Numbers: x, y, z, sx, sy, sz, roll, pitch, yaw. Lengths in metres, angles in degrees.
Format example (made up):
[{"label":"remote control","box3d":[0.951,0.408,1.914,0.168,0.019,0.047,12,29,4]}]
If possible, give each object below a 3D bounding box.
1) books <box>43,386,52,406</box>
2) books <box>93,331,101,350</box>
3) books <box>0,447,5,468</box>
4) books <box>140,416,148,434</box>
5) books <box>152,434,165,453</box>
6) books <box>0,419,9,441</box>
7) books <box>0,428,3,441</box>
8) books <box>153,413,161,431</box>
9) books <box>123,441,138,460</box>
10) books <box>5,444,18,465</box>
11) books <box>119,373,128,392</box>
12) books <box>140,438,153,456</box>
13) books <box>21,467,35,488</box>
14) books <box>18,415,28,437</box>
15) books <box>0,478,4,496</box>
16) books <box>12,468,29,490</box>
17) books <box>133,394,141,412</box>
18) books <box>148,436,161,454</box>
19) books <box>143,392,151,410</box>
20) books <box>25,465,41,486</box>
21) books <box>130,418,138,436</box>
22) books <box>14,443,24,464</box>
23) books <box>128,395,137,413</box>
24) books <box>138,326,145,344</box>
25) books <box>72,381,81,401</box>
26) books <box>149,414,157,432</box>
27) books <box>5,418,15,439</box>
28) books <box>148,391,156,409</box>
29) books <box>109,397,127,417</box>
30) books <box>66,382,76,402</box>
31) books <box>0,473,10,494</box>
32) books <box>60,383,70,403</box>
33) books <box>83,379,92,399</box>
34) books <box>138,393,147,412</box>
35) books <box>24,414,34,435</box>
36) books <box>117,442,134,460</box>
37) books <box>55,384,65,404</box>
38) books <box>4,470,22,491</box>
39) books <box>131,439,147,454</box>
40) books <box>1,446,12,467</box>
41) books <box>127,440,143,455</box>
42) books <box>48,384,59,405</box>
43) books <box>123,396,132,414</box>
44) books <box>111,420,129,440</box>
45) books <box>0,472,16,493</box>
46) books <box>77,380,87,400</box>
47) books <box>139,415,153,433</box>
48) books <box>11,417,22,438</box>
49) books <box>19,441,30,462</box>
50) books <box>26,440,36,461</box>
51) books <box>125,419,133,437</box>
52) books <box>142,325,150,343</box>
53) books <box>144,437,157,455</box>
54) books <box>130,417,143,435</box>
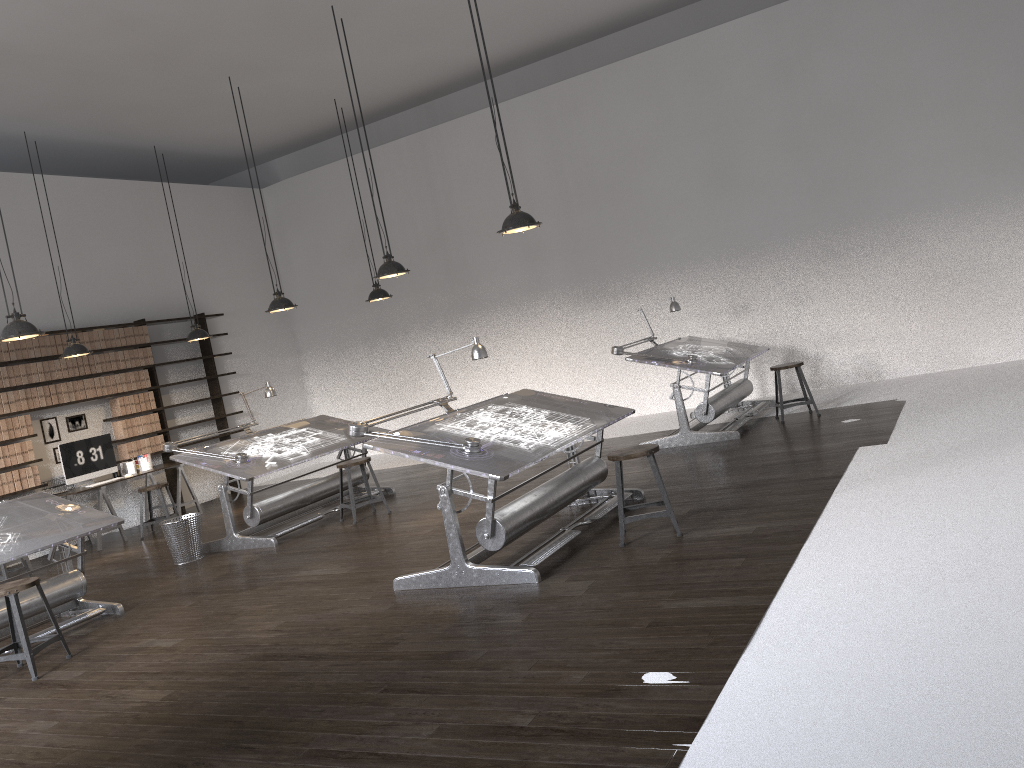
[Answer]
[{"label":"books","box3d":[-5.204,0.143,9.824,0.174,0.225,0.067,-11,1,28]},{"label":"books","box3d":[-4.965,-0.503,10.479,0.174,0.225,0.067,-11,1,29]},{"label":"books","box3d":[-5.392,0.780,9.243,0.173,0.225,0.067,-11,1,28]},{"label":"books","box3d":[-4.553,0.512,10.834,0.174,0.225,0.067,-11,1,29]},{"label":"books","box3d":[-4.402,0.754,11.014,0.174,0.226,0.067,-11,1,29]},{"label":"books","box3d":[-5.399,0.495,9.333,0.174,0.226,0.067,-11,1,29]},{"label":"books","box3d":[-5.434,0.506,9.277,0.174,0.225,0.067,-11,1,28]},{"label":"books","box3d":[-4.465,0.484,11.012,0.174,0.225,0.067,-11,1,29]},{"label":"books","box3d":[-4.588,0.813,10.661,0.174,0.226,0.067,-11,1,28]},{"label":"books","box3d":[-5.330,0.760,9.370,0.174,0.225,0.067,-11,1,29]},{"label":"books","box3d":[-4.741,-0.004,10.695,0.174,0.225,0.067,-11,1,28]},{"label":"books","box3d":[-4.498,0.784,10.834,0.174,0.226,0.067,-11,1,28]},{"label":"books","box3d":[-5.208,1.011,9.487,0.173,0.225,0.067,-11,1,29]},{"label":"books","box3d":[-5.303,0.464,9.518,0.173,0.225,0.067,-11,1,29]},{"label":"books","box3d":[-5.368,1.062,9.178,0.174,0.226,0.067,-11,1,29]},{"label":"books","box3d":[-5.245,1.022,9.426,0.174,0.225,0.067,-11,1,29]},{"label":"books","box3d":[-4.630,0.249,10.808,0.174,0.225,0.067,-11,1,28]},{"label":"books","box3d":[-4.438,0.764,10.960,0.173,0.225,0.067,-11,1,29]},{"label":"books","box3d":[-4.560,0.227,10.939,0.174,0.225,0.067,-11,1,28]},{"label":"books","box3d":[-5.179,1.001,9.551,0.173,0.225,0.067,-11,1,28]},{"label":"books","box3d":[-4.625,0.534,10.712,0.173,0.225,0.067,-11,1,28]},{"label":"books","box3d":[-5.294,0.749,9.427,0.174,0.226,0.067,-11,1,28]},{"label":"books","box3d":[-4.658,0.259,10.743,0.173,0.225,0.067,-11,1,28]},{"label":"books","box3d":[-4.675,-0.596,11.040,0.173,0.225,0.067,-11,1,28]},{"label":"books","box3d":[-5.039,0.090,10.138,0.173,0.225,0.067,-11,1,29]},{"label":"books","box3d":[-4.496,0.494,10.950,0.174,0.225,0.067,-11,1,29]},{"label":"books","box3d":[-5.373,0.486,9.395,0.174,0.225,0.067,-11,1,28]},{"label":"books","box3d":[-4.523,0.215,11.005,0.174,0.225,0.067,-11,1,29]},{"label":"books","box3d":[-4.728,0.280,10.620,0.174,0.225,0.067,-11,1,29]},{"label":"books","box3d":[-5.068,0.100,10.075,0.173,0.225,0.067,-11,1,28]},{"label":"books","box3d":[-5.343,1.053,9.236,0.174,0.225,0.067,-11,1,28]},{"label":"books","box3d":[-5.098,0.110,10.010,0.174,0.225,0.067,-11,1,28]},{"label":"books","box3d":[-4.969,0.068,10.264,0.174,0.225,0.067,-11,1,29]},{"label":"books","box3d":[-4.590,0.237,10.871,0.174,0.226,0.067,-11,1,29]},{"label":"books","box3d":[-5.274,0.455,9.583,0.174,0.225,0.067,-11,1,29]},{"label":"books","box3d":[-4.625,0.824,10.604,0.174,0.225,0.067,-11,1,29]},{"label":"books","box3d":[-5.135,0.121,9.955,0.174,0.225,0.067,-11,1,28]},{"label":"books","box3d":[-5.275,1.032,9.358,0.174,0.226,0.067,-11,1,28]},{"label":"books","box3d":[-4.531,0.794,10.776,0.174,0.225,0.067,-11,1,29]},{"label":"books","box3d":[-5.363,0.770,9.307,0.173,0.225,0.067,-11,1,29]},{"label":"books","box3d":[-4.561,0.804,10.721,0.174,0.225,0.067,-11,1,29]},{"label":"books","box3d":[-5.164,0.131,9.887,0.174,0.226,0.067,-11,1,29]},{"label":"books","box3d":[-4.695,0.270,10.683,0.173,0.225,0.067,-11,1,29]},{"label":"books","box3d":[-4.685,0.554,10.586,0.174,0.226,0.067,-11,1,29]},{"label":"books","box3d":[-5.314,1.044,9.295,0.174,0.225,0.067,-11,1,29]},{"label":"books","box3d":[-5.005,0.079,10.199,0.174,0.225,0.067,-11,1,29]},{"label":"books","box3d":[-4.522,0.503,10.893,0.174,0.226,0.067,-11,1,28]},{"label":"books","box3d":[-5.340,0.476,9.458,0.173,0.225,0.067,-11,1,28]},{"label":"books","box3d":[-5.267,0.740,9.487,0.174,0.225,0.067,-11,1,29]},{"label":"books","box3d":[-5.237,0.730,9.542,0.174,0.225,0.067,-11,1,29]},{"label":"books","box3d":[-4.655,0.544,10.650,0.174,0.225,0.067,-11,1,28]},{"label":"books","box3d":[-4.639,-0.607,11.099,0.173,0.225,0.067,-11,1,29]},{"label":"books","box3d":[-4.469,0.774,10.897,0.174,0.225,0.067,-11,1,29]},{"label":"books","box3d":[-4.589,0.524,10.772,0.173,0.225,0.067,-11,1,29]}]
